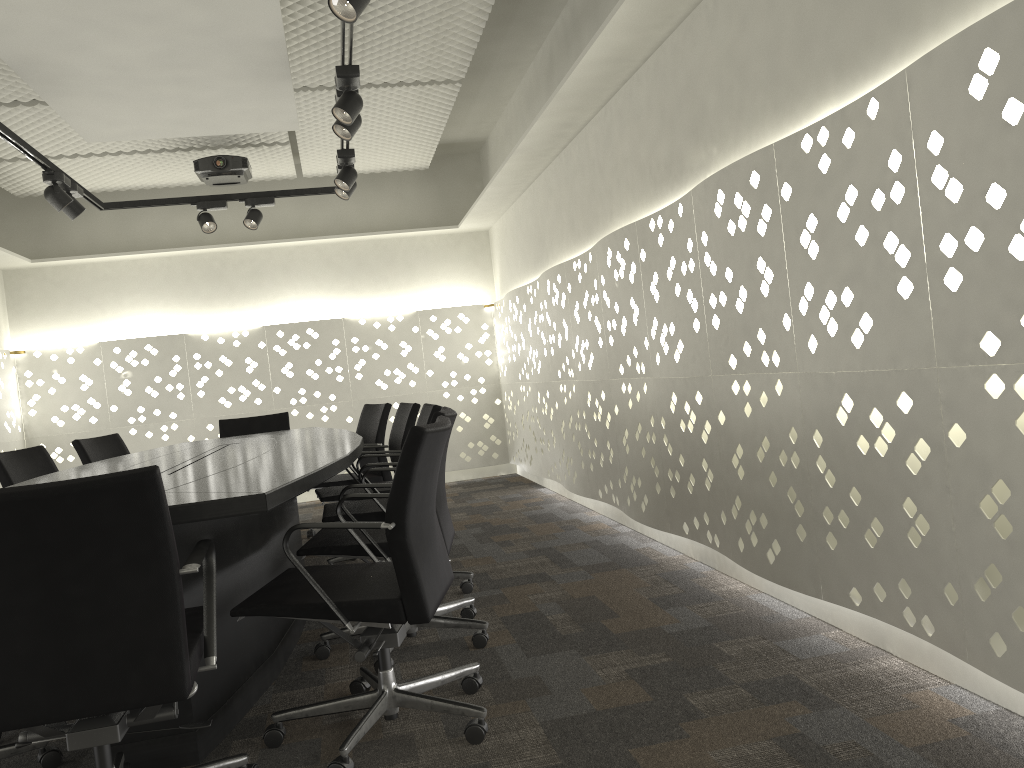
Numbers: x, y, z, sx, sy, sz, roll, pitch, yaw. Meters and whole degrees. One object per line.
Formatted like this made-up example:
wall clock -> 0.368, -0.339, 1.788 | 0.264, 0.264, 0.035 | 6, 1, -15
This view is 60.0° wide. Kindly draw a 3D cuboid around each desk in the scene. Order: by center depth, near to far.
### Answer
desk -> -1.160, 0.609, 3.466 | 1.223, 0.658, 3.364 | -7, 1, -11

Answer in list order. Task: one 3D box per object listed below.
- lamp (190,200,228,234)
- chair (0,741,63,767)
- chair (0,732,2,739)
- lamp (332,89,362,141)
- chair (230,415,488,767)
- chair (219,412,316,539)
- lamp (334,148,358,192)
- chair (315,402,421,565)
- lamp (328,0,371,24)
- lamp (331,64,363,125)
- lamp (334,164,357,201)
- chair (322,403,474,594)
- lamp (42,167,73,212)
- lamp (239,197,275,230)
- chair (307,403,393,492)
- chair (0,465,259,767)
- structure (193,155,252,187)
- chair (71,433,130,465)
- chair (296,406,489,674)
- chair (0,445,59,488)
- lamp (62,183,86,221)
lamp -> -1.816, -1.018, 5.331 | 0.213, 0.224, 0.126 | -7, 1, -8
chair -> -1.414, 0.609, 2.064 | 0.579, 0.757, 0.559 | -7, 1, -21
chair -> -1.650, 0.627, 2.632 | 0.579, 0.757, 0.559 | -7, 1, -11
lamp -> -0.685, -1.119, 3.647 | 0.126, 0.224, 0.213 | -7, 1, -8
chair -> -0.364, 0.488, 2.199 | 0.579, 0.757, 0.559 | -6, 1, 9
chair -> -1.480, 0.566, 5.220 | 0.559, 0.757, 0.579 | -7, 1, -6
lamp -> -0.866, -1.113, 4.588 | 0.126, 0.224, 0.213 | -7, 1, -8
chair -> -0.646, 0.488, 4.210 | 0.579, 0.757, 0.559 | -7, 1, -11
lamp -> -0.456, -1.126, 2.462 | 0.126, 0.224, 0.213 | -7, 1, -8
lamp -> -0.642, -1.120, 3.428 | 0.126, 0.224, 0.213 | -7, 1, -8
lamp -> -0.909, -1.112, 4.807 | 0.126, 0.224, 0.213 | -7, 1, -8
chair -> -0.483, 0.480, 3.560 | 0.579, 0.757, 0.559 | -7, 1, -6
lamp -> -2.232, -0.955, 4.373 | 0.126, 0.224, 0.213 | -7, 1, -8
lamp -> -1.540, -1.050, 5.394 | 0.214, 0.224, 0.118 | -7, 1, -22
chair -> -0.888, 0.505, 4.851 | 0.579, 0.757, 0.559 | -7, 1, -21
chair -> -0.864, 0.551, 1.802 | 0.559, 0.757, 0.579 | -7, 1, -6
structure -> -1.839, -1.360, 5.660 | 0.327, 0.144, 0.371 | -7, 1, -11
chair -> -1.938, 0.627, 4.665 | 0.579, 0.757, 0.559 | -6, 1, 9
chair -> -0.390, 0.480, 2.891 | 0.579, 0.757, 0.559 | -6, 1, 4
chair -> -1.934, 0.638, 3.928 | 0.579, 0.757, 0.559 | -6, 1, 4
lamp -> -2.274, -0.954, 4.592 | 0.126, 0.224, 0.213 | -7, 1, -8
